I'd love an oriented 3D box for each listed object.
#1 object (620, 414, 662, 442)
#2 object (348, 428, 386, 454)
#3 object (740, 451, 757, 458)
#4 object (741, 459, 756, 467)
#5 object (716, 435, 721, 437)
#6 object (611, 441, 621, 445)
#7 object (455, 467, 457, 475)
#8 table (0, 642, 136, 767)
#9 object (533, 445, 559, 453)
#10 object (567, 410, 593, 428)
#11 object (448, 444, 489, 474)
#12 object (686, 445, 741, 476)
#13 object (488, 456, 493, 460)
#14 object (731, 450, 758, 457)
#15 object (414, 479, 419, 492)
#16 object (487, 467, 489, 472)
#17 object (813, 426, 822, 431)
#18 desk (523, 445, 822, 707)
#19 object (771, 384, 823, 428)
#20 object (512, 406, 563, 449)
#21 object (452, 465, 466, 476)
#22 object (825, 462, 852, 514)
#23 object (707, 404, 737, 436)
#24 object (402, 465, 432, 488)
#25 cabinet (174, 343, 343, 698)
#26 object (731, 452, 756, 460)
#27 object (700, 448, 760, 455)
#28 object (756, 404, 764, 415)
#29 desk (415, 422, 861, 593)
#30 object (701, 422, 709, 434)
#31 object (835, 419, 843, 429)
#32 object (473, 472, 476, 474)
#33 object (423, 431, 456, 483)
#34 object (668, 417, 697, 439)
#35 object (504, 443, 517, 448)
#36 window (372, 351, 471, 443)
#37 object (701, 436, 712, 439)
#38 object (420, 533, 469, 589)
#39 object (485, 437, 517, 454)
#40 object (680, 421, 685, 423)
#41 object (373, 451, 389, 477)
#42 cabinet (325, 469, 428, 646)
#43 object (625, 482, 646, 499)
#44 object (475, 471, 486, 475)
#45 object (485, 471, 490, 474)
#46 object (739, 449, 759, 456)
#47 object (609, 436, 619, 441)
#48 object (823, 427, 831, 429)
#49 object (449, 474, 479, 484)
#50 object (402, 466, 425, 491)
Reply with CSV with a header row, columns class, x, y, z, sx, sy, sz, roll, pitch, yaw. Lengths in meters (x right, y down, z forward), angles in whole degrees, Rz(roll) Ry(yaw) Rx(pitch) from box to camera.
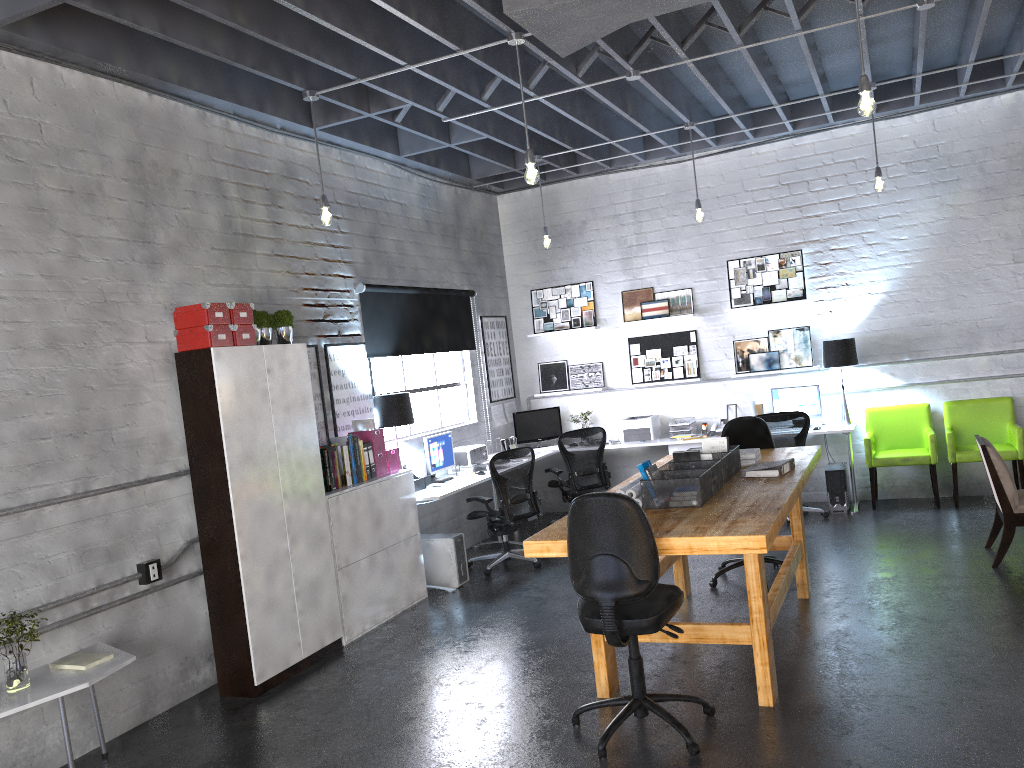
class,x,y,z,sx,sy,sz,roll,pitch,yaw
object,1.377,0.471,9.458,0.351,0.235,0.350,-6,2,24
object,-1.110,0.443,6.792,0.214,0.177,0.161,-6,2,24
object,1.325,0.476,5.765,0.520,0.047,0.046,-6,2,24
object,1.301,0.521,5.703,0.520,0.047,0.047,-6,2,24
object,2.089,0.514,8.874,0.125,0.011,0.011,-7,2,-28
object,1.089,0.616,9.302,0.103,0.021,0.131,-7,2,4
object,-0.513,0.781,8.113,0.006,0.124,0.014,-7,2,-10
table,-2.210,1.670,4.054,0.517,0.532,1.334,-6,2,24
object,0.395,0.689,9.467,0.421,0.028,0.181,-7,2,-16
object,0.770,0.469,9.759,0.297,0.363,0.271,-7,2,-21
object,-0.329,0.699,8.399,0.485,0.230,0.419,-6,2,24
object,1.241,0.487,5.524,0.317,0.156,0.305,-6,2,24
object,-0.240,0.761,8.831,0.392,0.064,0.259,-6,2,24
object,1.343,0.473,5.808,0.520,0.047,0.046,-6,2,24
object,-0.902,0.803,7.400,0.209,0.208,0.104,-6,2,24
object,-0.190,0.776,8.059,0.078,0.049,0.062,-7,2,-6
object,2.908,0.420,8.446,0.058,0.036,0.114,-5,2,39
desk,1.175,1.047,5.254,1.115,0.927,2.828,-6,2,24
object,2.834,0.228,8.779,0.465,0.417,0.211,-6,2,29
object,0.282,0.493,9.782,0.559,0.427,0.147,-8,3,-29
object,-0.488,0.795,8.132,0.089,0.091,0.082,-8,3,-41
object,3.137,0.993,8.524,0.180,0.411,0.475,-6,2,24
object,2.210,0.362,9.071,0.405,0.280,0.399,-6,2,24
object,-0.815,0.788,7.602,0.209,0.208,0.104,-6,2,24
cabinet,-1.547,0.791,5.556,0.291,2.048,0.872,-6,3,24
object,1.303,0.480,5.715,0.520,0.047,0.046,-6,2,22
object,1.381,0.466,5.893,0.520,0.047,0.046,-6,2,24
object,2.484,0.344,8.943,0.087,0.259,0.236,-6,2,24
desk,1.170,1.047,8.001,3.577,0.786,3.294,-6,2,24
object,2.004,0.460,9.222,0.093,0.116,0.067,-6,2,24
object,3.075,0.379,8.343,0.069,0.083,0.090,-6,2,23
object,-0.322,0.814,8.106,0.076,0.016,0.017,-6,2,14
object,-0.683,0.660,7.882,0.212,0.417,0.464,-6,2,24
object,1.786,0.456,9.272,0.229,0.181,0.316,-6,2,24
object,-0.013,0.680,9.462,0.156,0.141,0.088,-5,3,39
window,-0.869,-0.147,8.305,0.030,1.220,1.819,-6,2,24
object,1.943,0.536,8.864,0.141,0.007,0.008,-8,2,-32
object,-0.629,1.462,7.334,0.478,0.411,0.200,-6,2,24
object,-0.107,0.667,9.136,0.324,0.208,0.232,-6,2,24
object,1.785,0.398,9.287,0.011,0.010,0.126,-5,2,33
object,-1.090,0.619,6.799,0.214,0.177,0.161,-6,2,24
cabinet,-1.162,1.237,6.564,0.466,1.022,1.150,-6,2,24
object,0.748,0.560,4.938,0.057,0.057,0.634,-6,2,24
object,-0.290,0.803,8.004,0.114,0.036,0.058,-6,2,14
object,-0.195,0.801,8.059,0.119,0.016,0.119,-5,2,42
object,1.362,0.469,5.849,0.520,0.047,0.046,-6,2,24
object,1.103,0.591,9.629,0.105,0.052,0.023,-6,2,24
object,3.016,0.419,8.488,0.046,0.009,0.121,-6,2,9
object,-0.429,0.830,7.746,0.181,0.028,0.421,-6,2,14
object,-0.860,0.796,7.495,0.209,0.208,0.104,-6,2,24
